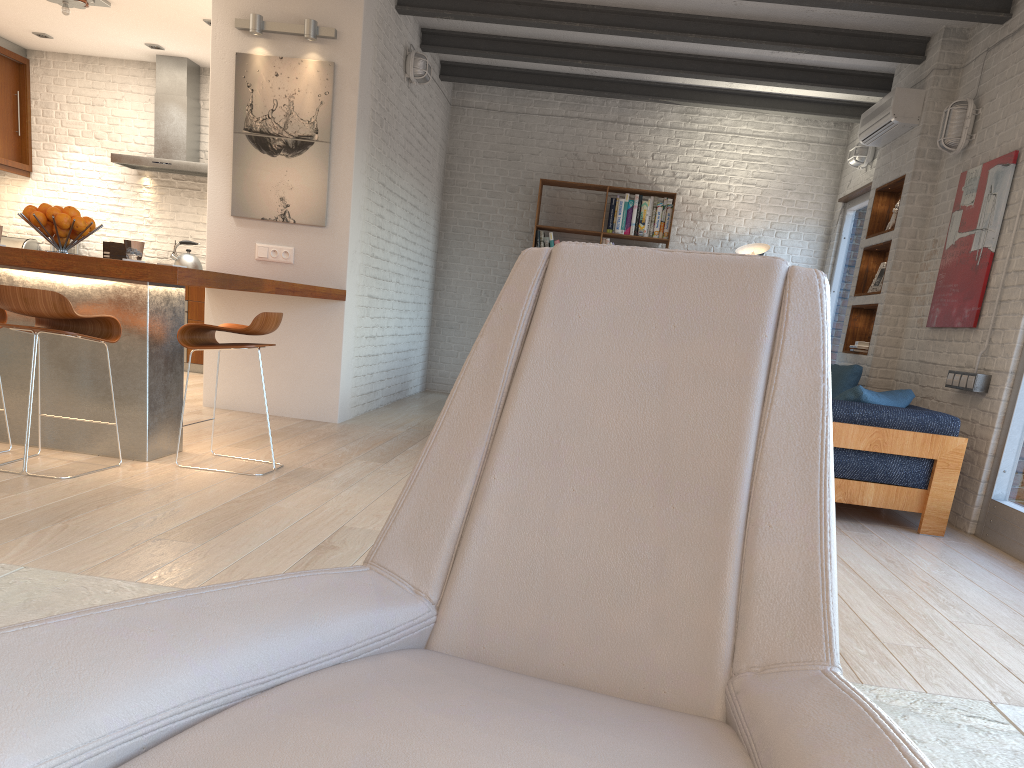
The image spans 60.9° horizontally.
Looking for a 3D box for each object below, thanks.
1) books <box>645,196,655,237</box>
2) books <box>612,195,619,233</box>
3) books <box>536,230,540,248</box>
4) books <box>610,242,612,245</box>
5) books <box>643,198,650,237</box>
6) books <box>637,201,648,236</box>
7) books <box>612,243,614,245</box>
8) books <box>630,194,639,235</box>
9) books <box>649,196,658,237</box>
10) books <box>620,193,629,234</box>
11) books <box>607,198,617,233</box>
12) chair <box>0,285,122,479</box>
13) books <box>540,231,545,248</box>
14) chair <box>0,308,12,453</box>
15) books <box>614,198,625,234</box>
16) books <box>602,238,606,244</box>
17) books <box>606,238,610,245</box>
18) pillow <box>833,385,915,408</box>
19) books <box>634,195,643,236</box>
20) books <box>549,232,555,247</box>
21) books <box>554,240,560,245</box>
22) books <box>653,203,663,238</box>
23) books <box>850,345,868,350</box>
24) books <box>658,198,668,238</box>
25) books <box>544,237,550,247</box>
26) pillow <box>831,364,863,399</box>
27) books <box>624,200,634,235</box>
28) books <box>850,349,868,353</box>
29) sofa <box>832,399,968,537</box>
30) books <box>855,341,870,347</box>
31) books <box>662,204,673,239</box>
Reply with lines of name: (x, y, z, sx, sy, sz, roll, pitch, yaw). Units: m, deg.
books: (1.354, -1.634, 8.610, 0.036, 0.396, 0.235, 8, 12, 5)
books: (1.024, -1.661, 8.629, 0.021, 0.371, 0.263, 8, 11, 5)
books: (0.273, -1.332, 8.769, 0.091, 0.397, 0.235, 8, 12, 5)
books: (1.015, -1.221, 8.728, 0.124, 0.360, 0.263, 8, 11, 5)
books: (1.322, -1.624, 8.602, 0.021, 0.371, 0.263, 8, 11, 5)
books: (1.281, -1.613, 8.594, 0.055, 0.341, 0.246, 8, 11, 5)
books: (1.037, -1.219, 8.735, 0.124, 0.360, 0.263, 8, 11, 5)
books: (1.202, -1.651, 8.597, 0.036, 0.396, 0.235, 8, 12, 5)
books: (1.389, -1.629, 8.595, 0.036, 0.396, 0.235, 8, 12, 5)
books: (1.109, -1.663, 8.608, 0.036, 0.396, 0.235, 8, 12, 5)
books: (0.984, -1.651, 8.637, 0.055, 0.341, 0.246, 8, 11, 5)
chair: (-1.998, -0.016, 3.787, 0.404, 0.801, 0.407, 7, 12, 4)
books: (0.311, -1.329, 8.775, 0.091, 0.397, 0.235, 8, 12, 5)
chair: (-2.531, -0.081, 3.820, 0.404, 0.801, 0.407, 7, 12, 4)
books: (1.059, -1.641, 8.614, 0.055, 0.341, 0.246, 8, 11, 5)
books: (0.928, -1.251, 8.742, 0.101, 0.397, 0.235, 8, 12, 5)
books: (0.963, -1.244, 8.717, 0.103, 0.396, 0.235, 8, 12, 5)
pillow: (1.974, 0.166, 4.946, 0.564, 0.339, 0.365, 2, 10, -35)
books: (1.239, -1.647, 8.604, 0.036, 0.396, 0.235, 8, 12, 5)
books: (0.415, -1.313, 8.757, 0.121, 0.394, 0.235, 8, 12, 5)
books: (0.505, -1.272, 8.781, 0.194, 0.329, 0.246, 7, 11, 4)
books: (1.431, -1.595, 8.594, 0.055, 0.341, 0.246, 8, 11, 5)
books: (2.719, -0.278, 6.719, 0.170, 0.019, 0.230, 7, 5, 6)
books: (1.482, -1.618, 8.589, 0.036, 0.396, 0.235, 8, 12, 5)
books: (0.360, -1.298, 8.796, 0.102, 0.345, 0.246, 8, 11, 5)
pillow: (2.209, 0.041, 6.224, 0.254, 0.429, 1.177, 7, 6, 4)
books: (1.154, -1.631, 8.626, 0.055, 0.341, 0.246, 8, 11, 5)
books: (2.710, -0.254, 6.738, 0.161, 0.018, 0.246, 8, 5, 15)
sofa: (1.497, 0.232, 6.540, 2.076, 0.682, 3.838, 7, 5, 5)
books: (2.724, -0.305, 6.719, 0.131, 0.035, 0.201, 8, 5, 15)
books: (1.529, -1.585, 8.609, 0.055, 0.341, 0.246, 8, 11, 5)
